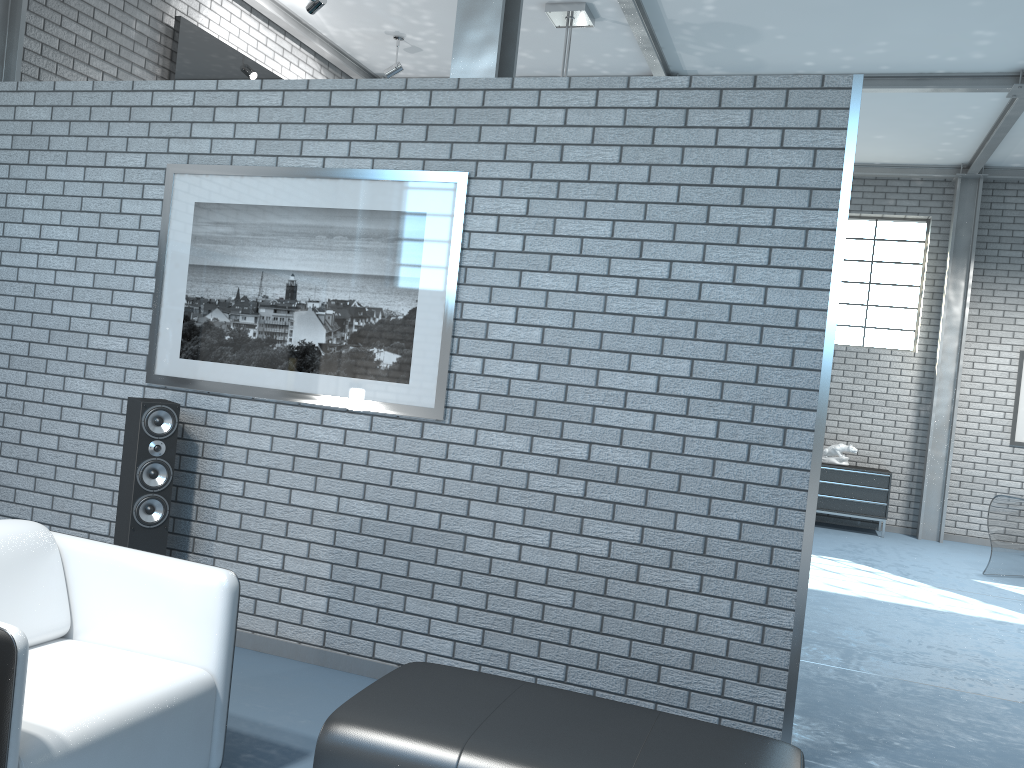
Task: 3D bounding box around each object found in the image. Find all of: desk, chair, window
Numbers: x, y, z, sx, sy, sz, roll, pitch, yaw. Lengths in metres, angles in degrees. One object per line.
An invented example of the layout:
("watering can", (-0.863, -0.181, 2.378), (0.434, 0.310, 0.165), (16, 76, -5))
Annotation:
("desk", (4.596, 1.354, 7.155), (0.593, 0.718, 1.358), (6, 1, -16))
("chair", (-1.381, 0.779, 2.426), (0.919, 0.661, 0.767), (6, 1, 21))
("window", (3.556, -1.201, 10.273), (2.200, 1.500, 0.100), (6, 1, 19))

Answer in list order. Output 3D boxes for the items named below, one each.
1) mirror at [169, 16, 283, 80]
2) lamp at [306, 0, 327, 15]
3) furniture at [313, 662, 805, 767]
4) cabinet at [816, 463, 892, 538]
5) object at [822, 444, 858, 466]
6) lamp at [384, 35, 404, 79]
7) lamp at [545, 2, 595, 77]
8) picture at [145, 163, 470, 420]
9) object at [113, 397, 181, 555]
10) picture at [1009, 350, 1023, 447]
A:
("mirror", (-1.912, -0.729, 7.667), (0.050, 3.500, 3.400), (6, 1, 19))
("lamp", (-1.382, -2.761, 6.198), (0.166, 0.311, 0.137), (7, 1, 44))
("furniture", (0.156, 1.113, 2.545), (1.291, 0.301, 0.685), (6, 1, 19))
("cabinet", (2.974, 1.166, 9.903), (2.250, 0.682, 0.510), (6, 1, 19))
("object", (3.535, 0.762, 9.721), (0.496, 0.244, 0.151), (7, 1, 43))
("lamp", (-0.987, -2.726, 7.418), (0.167, 0.332, 0.137), (6, 1, 9))
("lamp", (0.386, -2.299, 6.507), (0.300, 0.872, 0.639), (6, 1, 19))
("picture", (-0.927, -0.429, 3.839), (1.490, 1.015, 0.020), (6, 1, 19))
("object", (-1.593, 0.591, 3.822), (0.159, 1.045, 0.254), (5, 1, -36))
("picture", (6.044, 0.224, 9.186), (1.490, 1.015, 0.020), (6, 1, 19))
